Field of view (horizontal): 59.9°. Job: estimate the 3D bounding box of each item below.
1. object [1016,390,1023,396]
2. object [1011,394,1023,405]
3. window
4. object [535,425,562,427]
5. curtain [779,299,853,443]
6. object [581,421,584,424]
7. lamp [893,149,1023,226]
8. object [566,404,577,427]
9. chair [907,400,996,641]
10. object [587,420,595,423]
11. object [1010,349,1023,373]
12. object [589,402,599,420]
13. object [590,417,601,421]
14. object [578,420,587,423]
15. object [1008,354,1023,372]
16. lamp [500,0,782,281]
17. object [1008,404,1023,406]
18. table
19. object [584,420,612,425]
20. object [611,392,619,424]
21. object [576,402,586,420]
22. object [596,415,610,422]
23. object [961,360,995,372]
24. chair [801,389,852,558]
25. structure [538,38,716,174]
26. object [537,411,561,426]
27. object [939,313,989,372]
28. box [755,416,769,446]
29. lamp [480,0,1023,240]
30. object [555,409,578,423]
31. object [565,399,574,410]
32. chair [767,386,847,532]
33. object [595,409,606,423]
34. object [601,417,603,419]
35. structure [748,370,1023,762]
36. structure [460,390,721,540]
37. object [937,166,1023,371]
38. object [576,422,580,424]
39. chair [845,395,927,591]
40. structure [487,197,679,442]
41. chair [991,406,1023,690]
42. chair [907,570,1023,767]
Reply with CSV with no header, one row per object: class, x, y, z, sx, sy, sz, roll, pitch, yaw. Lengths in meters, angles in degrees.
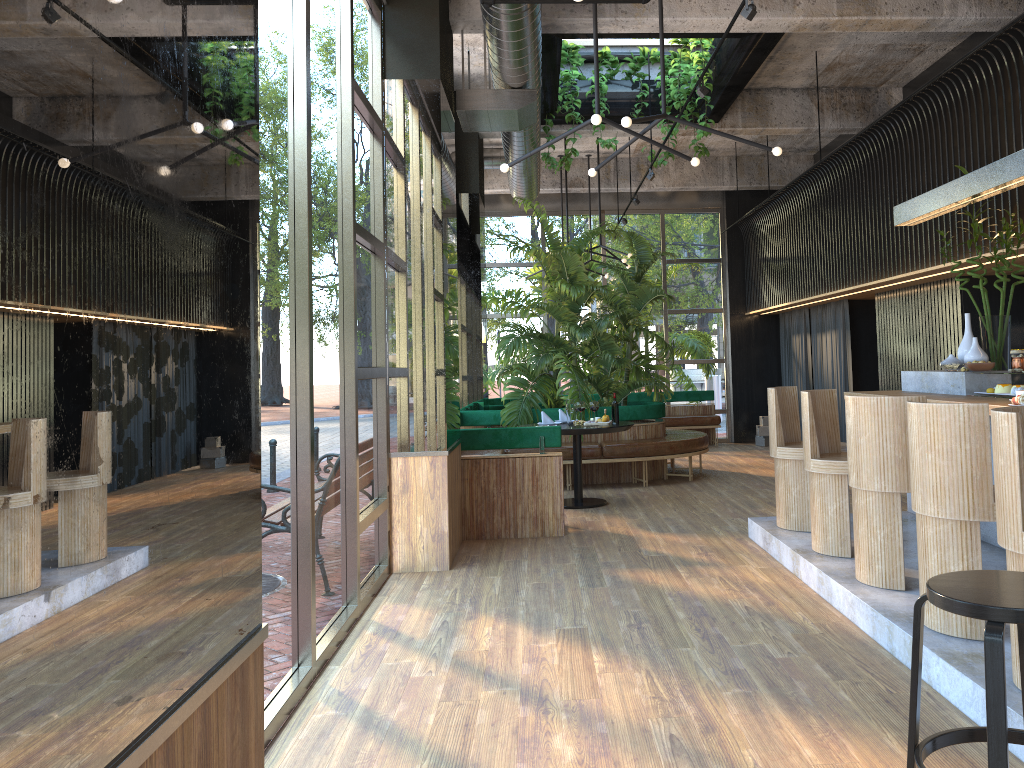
object,2.740,0.062,4.698,0.137,0.064,0.107,-2,0,-22
object,2.568,0.078,4.488,0.061,0.059,0.073,-1,-1,-10
window,1.022,-2.040,4.240,4.156,6.505,20.261,-2,1,2
object,0.338,0.389,8.194,0.256,0.019,0.156,-2,1,-2
curtain,4.201,-0.086,12.429,0.122,2.062,3.258,-1,0,2
object,0.670,0.368,8.428,0.032,0.031,0.040,-2,-1,24
lamp,4.135,-2.252,3.722,5.036,2.137,6.657,-2,1,-6
object,0.551,0.287,8.202,0.101,0.210,0.110,-3,-3,34
chair,2.034,0.556,3.874,0.573,0.972,0.520,0,-3,-41
object,0.764,0.355,8.445,0.101,0.013,0.222,-2,1,5
object,3.036,-0.136,5.165,0.209,0.135,0.807,-2,1,8
object,0.806,0.274,8.684,0.104,0.201,0.100,-1,-2,-12
object,0.842,0.338,8.552,0.193,0.038,0.063,-1,0,33
object,0.671,0.366,8.582,0.097,0.028,0.129,-1,1,14
object,3.080,-0.129,5.421,0.161,0.107,0.086,-1,-1,-45
lamp,2.345,-2.364,4.584,5.106,1.826,18.809,-2,1,1
object,2.607,0.106,4.500,0.164,0.005,0.169,-1,1,11
table,0.622,0.761,8.408,1.149,0.752,1.049,-2,0,-32
object,0.821,0.369,8.452,0.236,0.019,0.357,-1,1,10
object,0.968,0.227,8.332,0.067,0.300,0.070,-2,-3,15
object,0.677,0.277,8.718,0.104,0.201,0.100,-1,-2,-12
object,0.867,0.326,8.452,0.099,0.064,0.162,-2,0,-30
object,3.031,-0.118,5.785,0.189,0.073,0.231,-1,1,19
chair,2.066,0.523,5.433,0.569,0.972,0.524,0,-2,-26
structure,1.368,-2.997,9.551,2.088,1.520,1.465,-2,-1,28
object,0.355,0.328,8.455,0.240,0.139,0.226,-2,0,-17
object,3.101,-0.286,6.039,0.331,0.398,0.304,0,-2,-42
box,3.881,0.712,13.531,0.338,0.443,0.274,-1,-2,-12
lamp,1.461,-2.585,8.809,3.812,1.534,9.961,-2,1,-2
object,0.538,0.316,8.789,0.240,0.139,0.226,-2,0,-17
object,0.548,0.266,8.370,0.095,0.245,0.089,-1,-3,-18
chair,2.091,0.506,6.240,0.540,0.972,0.553,-2,-2,9
object,0.836,0.299,8.362,0.144,0.124,0.097,-1,-2,-20
object,0.903,0.337,8.652,0.059,0.072,0.208,-1,1,-8
structure,4.574,0.258,3.456,5.872,1.733,7.088,-2,1,-1
structure,2.198,0.405,4.181,6.054,1.551,20.013,-2,1,1
object,3.258,-0.718,6.055,0.642,1.553,0.611,-3,-3,38
object,0.632,0.374,8.488,0.033,0.019,0.038,-2,0,12
chair,2.061,0.539,4.686,0.529,0.972,0.564,-2,-2,23
structure,0.824,-0.580,10.824,2.495,3.444,2.595,-1,-2,-16
chair,1.998,0.573,3.105,0.573,0.972,0.520,1,-3,-44
chair,1.328,0.890,2.341,0.520,0.698,0.508,-1,-2,-5
